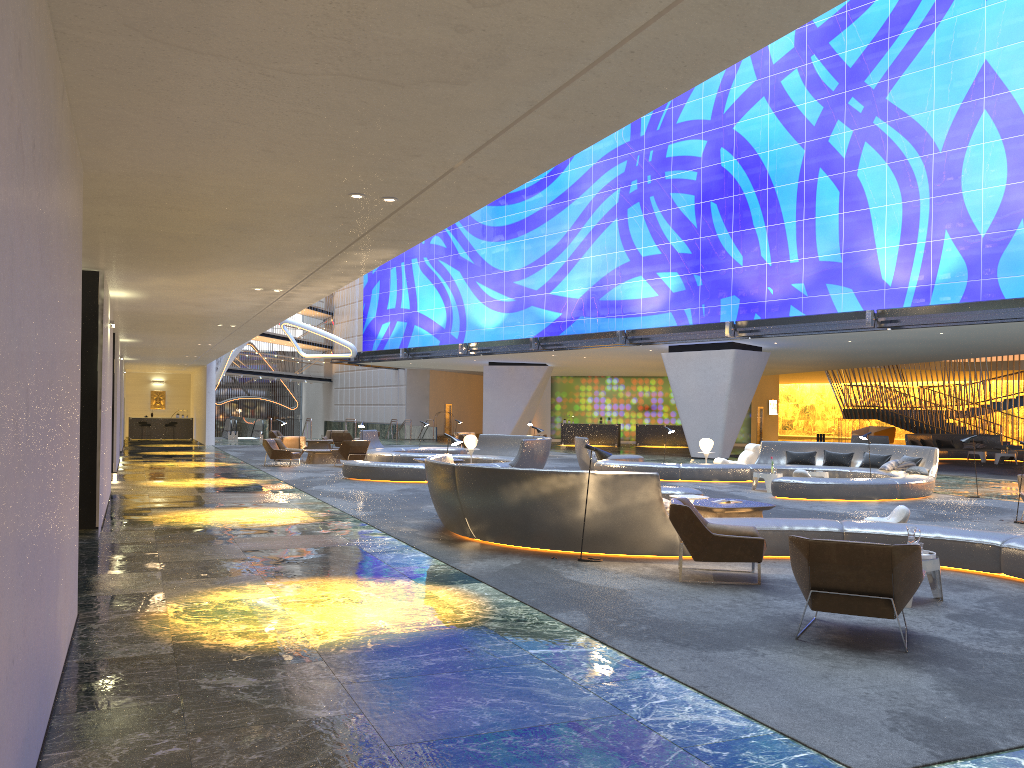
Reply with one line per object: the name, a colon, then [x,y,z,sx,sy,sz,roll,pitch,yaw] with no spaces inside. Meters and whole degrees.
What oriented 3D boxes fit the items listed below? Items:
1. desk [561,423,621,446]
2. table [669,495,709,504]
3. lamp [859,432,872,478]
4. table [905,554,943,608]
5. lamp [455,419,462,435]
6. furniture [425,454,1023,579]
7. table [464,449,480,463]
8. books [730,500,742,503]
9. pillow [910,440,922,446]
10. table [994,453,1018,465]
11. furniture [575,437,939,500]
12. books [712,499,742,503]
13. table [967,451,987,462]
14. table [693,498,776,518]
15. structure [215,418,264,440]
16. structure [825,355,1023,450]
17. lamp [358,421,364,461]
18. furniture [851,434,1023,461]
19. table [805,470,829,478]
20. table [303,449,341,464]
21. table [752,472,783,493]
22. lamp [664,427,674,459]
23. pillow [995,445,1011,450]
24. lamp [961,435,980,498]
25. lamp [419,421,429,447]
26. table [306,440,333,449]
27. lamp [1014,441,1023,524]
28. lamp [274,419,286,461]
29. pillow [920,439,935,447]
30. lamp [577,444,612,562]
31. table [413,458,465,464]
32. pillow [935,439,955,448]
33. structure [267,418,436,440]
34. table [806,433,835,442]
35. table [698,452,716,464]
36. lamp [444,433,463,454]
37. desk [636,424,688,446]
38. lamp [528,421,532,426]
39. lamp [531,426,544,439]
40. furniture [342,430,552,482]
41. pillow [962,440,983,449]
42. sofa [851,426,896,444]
desk: [4.057,2.581,45.665,2.977,1.097,0.814,0,-1,15]
table: [2.212,1.709,11.152,0.418,0.595,0.427,1,-1,-27]
lamp: [8.133,1.745,20.338,0.384,1.300,0.202,1,0,-30]
table: [3.488,1.742,8.009,0.671,0.406,0.673,1,-1,-27]
lamp: [-2.198,2.079,35.897,0.384,1.300,0.202,1,0,-6]
furniture: [2.399,1.485,10.306,5.187,0.969,9.928,2,-2,-26]
table: [-1.110,2.065,24.135,0.418,0.595,0.427,1,-1,-24]
books: [3.168,1.675,12.627,0.133,0.012,0.189,2,-2,-33]
pillow: [15.826,2.365,34.611,0.769,0.369,0.295,2,-1,-44]
table: [17.733,2.690,31.845,0.671,0.406,0.673,2,-2,-36]
furniture: [5.542,1.889,21.814,5.187,0.969,9.927,2,-2,-31]
books: [3.067,1.667,12.627,0.395,0.039,0.301,1,-2,-9]
table: [17.506,2.733,33.344,0.671,0.406,0.674,0,-1,21]
table: [2.994,1.878,12.558,1.203,0.392,1.203,1,-2,-23]
structure: [-18.217,6.115,54.620,3.017,8.239,19.831,1,-1,-23]
structure: [23.810,0.417,39.983,11.984,6.247,16.491,1,-2,-23]
lamp: [-4.349,1.729,25.650,0.202,1.300,0.384,1,0,-7]
furniture: [15.311,2.380,33.073,9.927,0.969,5.187,1,-2,-6]
table: [6.732,2.160,19.943,0.673,0.406,0.671,1,-1,-4]
table: [-5.717,2.195,26.830,1.203,0.392,1.203,2,-2,-23]
table: [5.469,2.116,19.103,0.671,0.406,0.674,0,-1,29]
lamp: [4.250,1.808,24.171,0.384,1.300,0.202,1,0,42]
pillow: [19.219,2.509,34.691,0.445,0.207,0.443,2,-2,-37]
lamp: [9.468,1.702,18.327,0.384,1.300,0.202,1,0,21]
lamp: [-2.941,1.866,29.387,0.384,1.300,0.202,1,0,-6]
table: [-7.669,2.429,35.245,1.203,0.392,1.203,1,-2,-5]
lamp: [8.058,1.541,13.830,0.384,1.300,0.202,1,0,29]
lamp: [-7.231,1.749,27.642,0.384,1.300,0.202,1,0,-6]
pillow: [16.475,2.369,35.168,0.759,0.417,0.281,2,-1,-30]
lamp: [0.918,1.313,9.814,0.384,1.300,0.202,1,0,-23]
table: [-1.879,2.122,22.676,1.203,0.392,1.203,1,-2,-23]
pillow: [17.347,2.396,35.479,0.784,0.386,0.315,1,-1,-7]
structure: [-12.473,6.322,57.549,9.306,8.399,19.735,1,-2,-23]
table: [16.316,2.970,46.837,1.242,0.727,2.308,0,-2,25]
table: [5.290,2.159,24.193,0.427,0.595,0.418,0,-1,41]
lamp: [-0.931,1.399,13.426,0.384,1.300,0.202,1,0,26]
desk: [7.937,2.641,45.816,2.977,1.097,0.814,0,-1,13]
lamp: [0.685,2.059,33.905,0.202,1.300,0.384,1,0,-7]
lamp: [0.601,1.685,21.936,0.384,1.300,0.202,1,0,-6]
furniture: [-1.832,1.877,24.846,5.185,0.969,9.930,1,-2,-6]
pillow: [18.375,2.411,35.360,0.775,0.366,0.317,0,-1,18]
sofa: [18.256,2.722,44.870,1.062,1.180,3.418,1,-2,3]
